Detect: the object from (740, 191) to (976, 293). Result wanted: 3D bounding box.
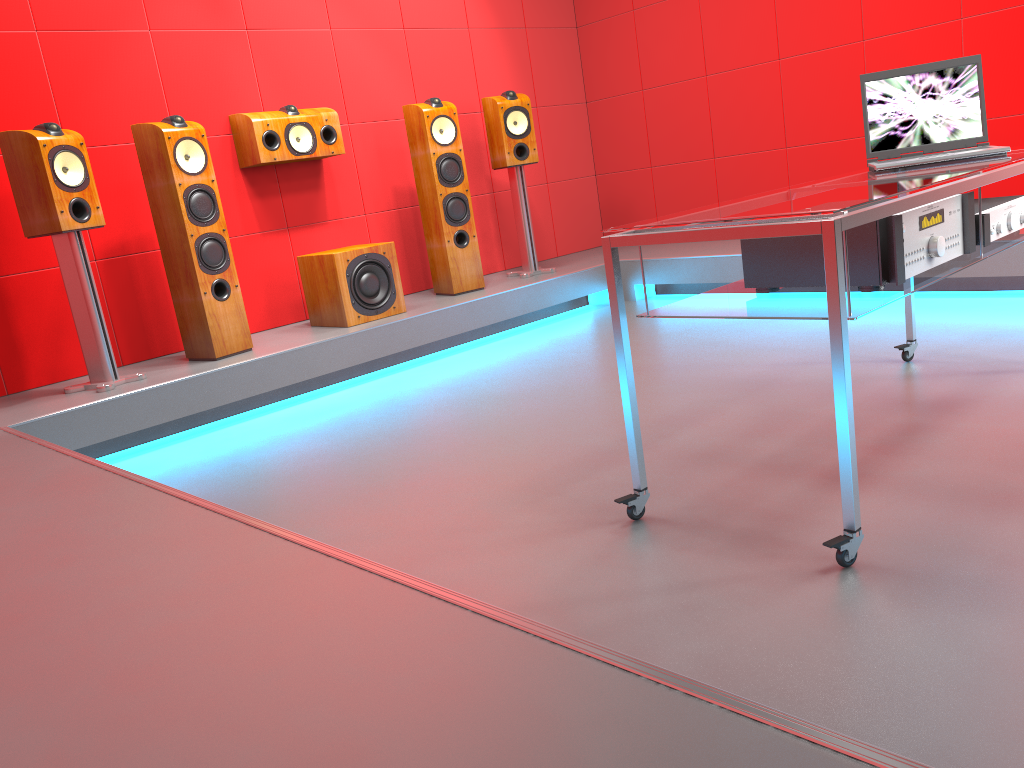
[{"bbox_3d":[0.824,-0.333,2.099,0.431,0.158,0.371,-20,17,-40],"label":"object"}]

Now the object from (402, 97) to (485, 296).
[{"bbox_3d":[-0.371,-1.024,4.883,0.203,1.052,0.238,-17,15,-31],"label":"object"}]

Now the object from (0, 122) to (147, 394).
[{"bbox_3d":[-1.773,-0.503,3.583,0.265,1.058,0.231,-2,15,28],"label":"object"}]

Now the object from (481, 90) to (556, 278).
[{"bbox_3d":[0.037,-1.170,5.222,0.231,1.058,0.265,-14,14,-21],"label":"object"}]

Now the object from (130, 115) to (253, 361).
[{"bbox_3d":[-1.404,-0.636,3.919,0.238,1.052,0.203,1,16,37],"label":"object"}]

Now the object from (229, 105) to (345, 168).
[{"bbox_3d":[-1.146,-1.281,4.545,0.493,0.271,0.235,-20,17,-40],"label":"object"}]

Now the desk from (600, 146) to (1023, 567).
[{"bbox_3d":[0.971,-0.190,2.338,1.617,0.690,0.594,-20,17,-40],"label":"desk"}]

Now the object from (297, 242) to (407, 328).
[{"bbox_3d":[-0.807,-0.503,4.486,0.360,0.360,0.360,-20,17,-40],"label":"object"}]

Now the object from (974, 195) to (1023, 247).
[{"bbox_3d":[1.179,-0.432,2.427,0.435,0.092,0.365,-20,17,-40],"label":"object"}]

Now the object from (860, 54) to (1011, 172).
[{"bbox_3d":[1.212,-0.788,2.569,0.342,0.285,0.340,-5,14,18],"label":"object"}]
